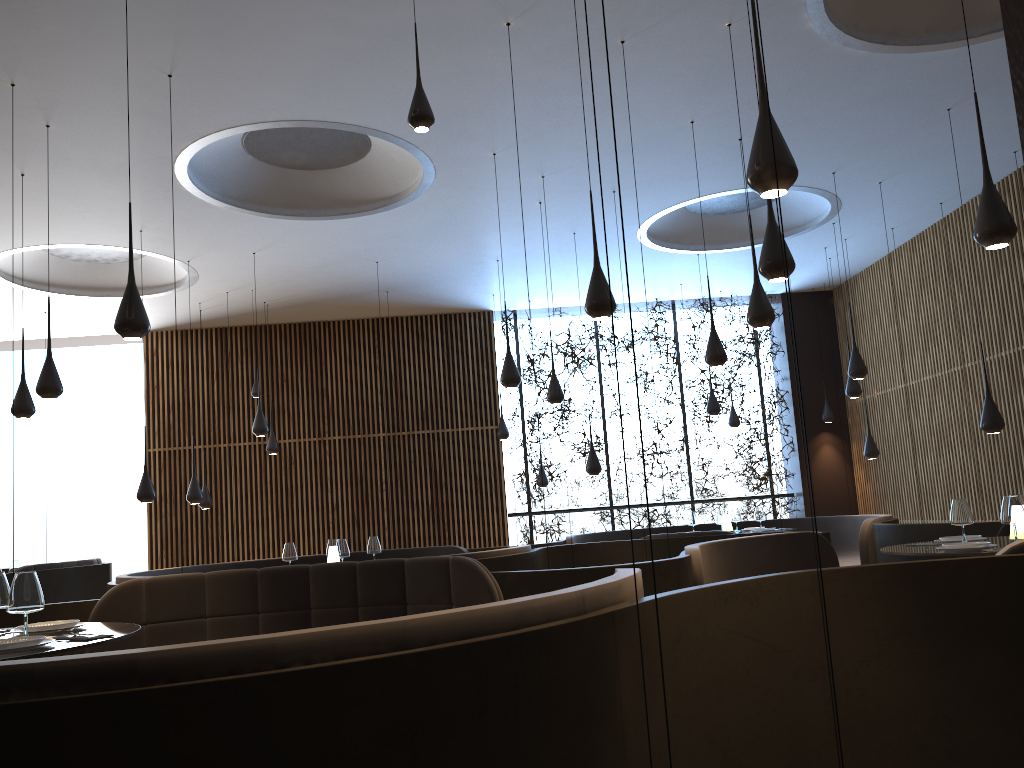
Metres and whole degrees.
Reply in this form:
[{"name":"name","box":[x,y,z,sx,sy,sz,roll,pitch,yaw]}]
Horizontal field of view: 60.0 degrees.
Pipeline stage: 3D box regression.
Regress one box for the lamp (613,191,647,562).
[{"name":"lamp","box":[1.318,1.033,9.134,0.196,6.256,0.196,-9,-8,32]}]

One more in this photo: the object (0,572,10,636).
[{"name":"object","box":[-2.455,1.045,4.210,0.142,0.294,0.142,-4,-7,-3]}]

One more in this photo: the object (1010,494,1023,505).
[{"name":"object","box":[3.411,0.891,5.958,0.142,0.294,0.142,-8,-8,28]}]

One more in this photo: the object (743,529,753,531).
[{"name":"object","box":[3.143,1.884,11.479,0.332,0.014,0.333,-3,-9,-5]}]

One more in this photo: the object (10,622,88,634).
[{"name":"object","box":[-2.221,1.174,4.256,0.332,0.014,0.332,-9,-10,31]}]

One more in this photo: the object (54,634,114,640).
[{"name":"object","box":[-1.831,1.083,3.789,0.262,0.017,0.126,-10,-10,33]}]

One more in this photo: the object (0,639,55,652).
[{"name":"object","box":[-2.014,1.052,3.549,0.332,0.014,0.333,2,-11,-37]}]

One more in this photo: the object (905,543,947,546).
[{"name":"object","box":[2.792,1.081,5.960,0.126,0.017,0.263,0,-9,-25]}]

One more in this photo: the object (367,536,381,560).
[{"name":"object","box":[-1.368,1.663,8.799,0.142,0.294,0.142,-7,-8,18]}]

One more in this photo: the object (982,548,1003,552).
[{"name":"object","box":[2.813,0.940,5.039,0.262,0.017,0.127,-1,-9,-19]}]

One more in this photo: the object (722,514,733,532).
[{"name":"object","box":[2.708,1.763,11.178,0.144,0.231,0.143,-1,-8,-22]}]

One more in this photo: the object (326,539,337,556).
[{"name":"object","box":[-1.808,1.720,8.968,0.142,0.294,0.142,1,-9,-36]}]

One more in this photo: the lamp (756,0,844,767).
[{"name":"lamp","box":[1.015,0.137,3.077,0.196,6.256,0.196,-11,-10,42]}]

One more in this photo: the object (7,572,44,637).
[{"name":"object","box":[-2.079,0.955,3.790,0.142,0.294,0.142,-11,-10,43]}]

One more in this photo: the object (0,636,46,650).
[{"name":"object","box":[-2.015,1.043,3.550,0.263,0.029,0.264,-1,-9,-18]}]

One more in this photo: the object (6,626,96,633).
[{"name":"object","box":[-2.217,1.175,4.255,0.411,0.012,0.205,-9,-10,27]}]

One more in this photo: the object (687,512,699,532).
[{"name":"object","box":[2.307,1.779,11.303,0.142,0.294,0.142,-3,-7,-8]}]

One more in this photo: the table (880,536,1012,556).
[{"name":"table","box":[3.244,1.499,5.500,1.672,1.020,1.678,-2,-8,-13]}]

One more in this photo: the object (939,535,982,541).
[{"name":"object","box":[3.072,1.061,6.073,0.263,0.029,0.264,-5,-9,4]}]

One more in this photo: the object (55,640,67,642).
[{"name":"object","box":[-2.016,1.053,3.545,0.204,0.012,0.411,-9,-10,28]}]

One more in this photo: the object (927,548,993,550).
[{"name":"object","box":[2.730,0.984,5.332,0.204,0.012,0.412,0,-9,-23]}]

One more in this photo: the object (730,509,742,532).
[{"name":"object","box":[2.901,1.764,11.479,0.142,0.294,0.142,-4,-7,-3]}]

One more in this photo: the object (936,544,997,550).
[{"name":"object","box":[2.732,0.982,5.328,0.332,0.014,0.332,-9,-10,29]}]

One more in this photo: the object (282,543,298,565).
[{"name":"object","box":[-2.111,1.660,8.429,0.142,0.294,0.142,2,-10,-41]}]

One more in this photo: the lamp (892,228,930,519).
[{"name":"lamp","box":[5.190,1.067,11.188,0.196,6.256,0.196,-6,-7,12]}]

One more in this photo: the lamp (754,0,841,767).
[{"name":"lamp","box":[1.308,1.090,3.689,0.196,6.256,0.196,-11,-10,42]}]

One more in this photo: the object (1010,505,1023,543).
[{"name":"object","box":[3.200,0.879,5.577,0.144,0.231,0.143,-3,-8,-11]}]

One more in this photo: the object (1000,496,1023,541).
[{"name":"object","box":[3.060,0.832,5.405,0.142,0.294,0.142,-7,-8,24]}]

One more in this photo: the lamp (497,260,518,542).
[{"name":"lamp","box":[0.034,1.462,11.363,0.196,6.256,0.196,-11,-10,42]}]

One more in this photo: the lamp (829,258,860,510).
[{"name":"lamp","box":[4.815,1.281,12.422,0.196,6.256,0.196,-2,-7,-17]}]

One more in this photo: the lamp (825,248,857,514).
[{"name":"lamp","box":[4.553,1.215,11.865,0.196,6.256,0.196,-6,-7,12]}]

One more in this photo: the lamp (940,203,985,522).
[{"name":"lamp","box":[5.397,0.918,10.305,0.196,6.256,0.196,-7,-8,22]}]

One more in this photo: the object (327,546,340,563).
[{"name":"object","box":[-1.737,1.693,8.618,0.144,0.231,0.143,-6,-8,13]}]

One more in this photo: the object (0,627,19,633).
[{"name":"object","box":[-2.466,1.225,4.428,0.127,0.017,0.262,-9,-10,31]}]

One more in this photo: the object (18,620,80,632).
[{"name":"object","box":[-2.222,1.165,4.258,0.263,0.029,0.263,-10,-10,35]}]

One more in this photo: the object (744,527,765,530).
[{"name":"object","box":[3.142,1.875,11.481,0.263,0.029,0.264,-2,-9,-11]}]

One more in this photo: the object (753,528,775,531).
[{"name":"object","box":[3.078,1.777,10.805,0.263,0.029,0.264,-2,-9,-14]}]

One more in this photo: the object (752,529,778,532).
[{"name":"object","box":[3.078,1.787,10.804,0.332,0.014,0.333,-1,-9,-17]}]

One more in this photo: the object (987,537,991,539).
[{"name":"object","box":[3.077,1.072,6.074,0.410,0.012,0.205,1,-10,-29]}]

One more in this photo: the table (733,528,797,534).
[{"name":"table","box":[2.753,2.382,11.101,1.673,1.020,1.677,3,-11,-41]}]

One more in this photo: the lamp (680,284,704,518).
[{"name":"lamp","box":[2.832,1.556,13.302,0.196,6.256,0.196,-7,-8,22]}]

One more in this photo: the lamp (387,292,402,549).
[{"name":"lamp","box":[-1.593,1.754,12.524,0.196,6.256,0.196,0,-8,-27]}]

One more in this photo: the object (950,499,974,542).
[{"name":"object","box":[2.947,0.901,5.804,0.142,0.294,0.142,-2,-8,-15]}]

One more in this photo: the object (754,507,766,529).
[{"name":"object","box":[3.093,1.685,11.051,0.142,0.294,0.142,-10,-10,40]}]

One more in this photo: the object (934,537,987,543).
[{"name":"object","box":[3.073,1.070,6.072,0.332,0.014,0.333,-2,-9,-15]}]

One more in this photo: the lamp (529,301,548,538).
[{"name":"lamp","box":[0.506,1.780,13.685,0.196,6.256,0.196,-7,-8,22]}]

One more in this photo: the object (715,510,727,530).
[{"name":"object","box":[2.551,1.685,10.795,0.142,0.294,0.142,-3,-7,-10]}]

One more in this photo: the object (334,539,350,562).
[{"name":"object","box":[-1.578,1.593,8.241,0.142,0.294,0.142,0,-9,-32]}]

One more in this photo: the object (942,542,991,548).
[{"name":"object","box":[2.732,0.973,5.329,0.263,0.029,0.264,-2,-9,-13]}]

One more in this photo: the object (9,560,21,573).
[{"name":"object","box":[-6.003,2.285,10.716,0.142,0.294,0.142,1,-9,-35]}]

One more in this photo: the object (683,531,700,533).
[{"name":"object","box":[2.324,1.939,11.518,0.263,0.029,0.263,-10,-10,33]}]

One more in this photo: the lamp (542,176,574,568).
[{"name":"lamp","box":[0.535,1.004,8.572,0.196,6.256,0.196,-9,-8,32]}]

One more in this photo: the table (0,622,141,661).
[{"name":"table","box":[-2.451,1.636,3.715,1.675,1.020,1.675,-9,-10,32]}]
